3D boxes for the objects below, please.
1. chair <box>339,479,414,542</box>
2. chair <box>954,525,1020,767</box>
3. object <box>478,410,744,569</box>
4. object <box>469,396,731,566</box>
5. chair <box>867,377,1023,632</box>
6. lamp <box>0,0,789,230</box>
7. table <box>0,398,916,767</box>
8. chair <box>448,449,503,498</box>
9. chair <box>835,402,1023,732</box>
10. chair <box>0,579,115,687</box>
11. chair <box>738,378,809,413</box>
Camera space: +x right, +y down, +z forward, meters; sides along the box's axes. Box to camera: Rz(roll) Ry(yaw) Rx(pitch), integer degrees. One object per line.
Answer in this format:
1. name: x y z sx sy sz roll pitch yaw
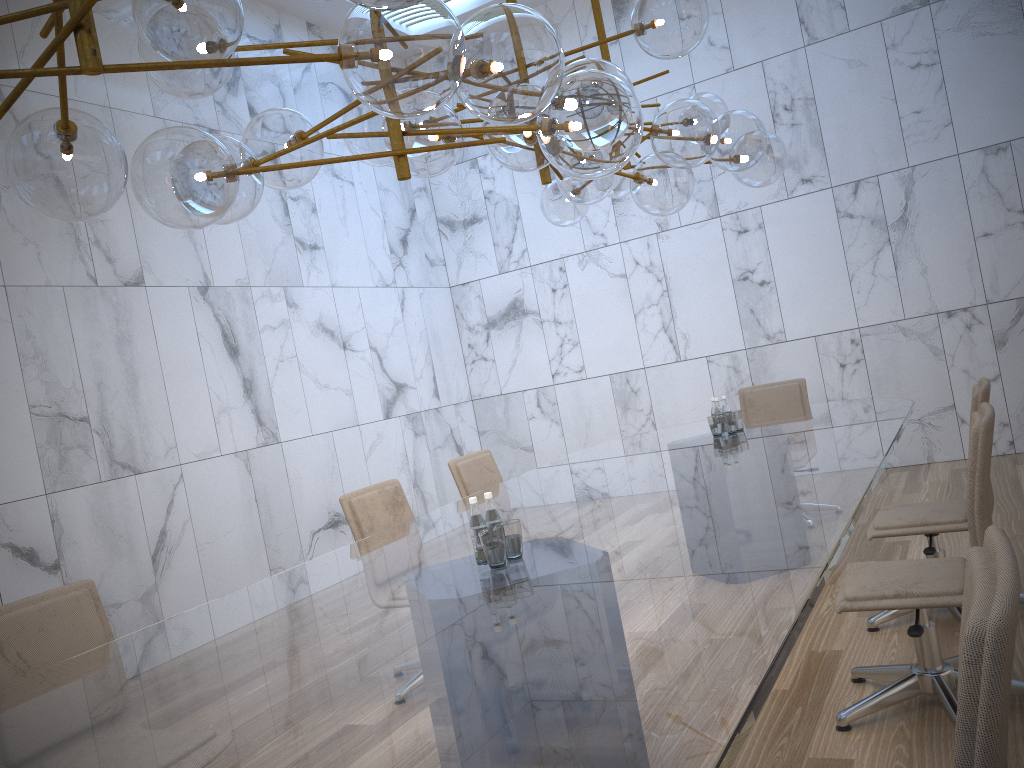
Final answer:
1. chair: -0.388 0.965 4.371 0.697 1.000 0.726 -11 0 28
2. chair: 0.562 0.794 1.431 0.697 1.000 0.726 -11 0 28
3. object: 0.121 0.466 3.046 0.183 0.117 5.112 -11 0 28
4. object: 0.076 0.425 3.081 0.124 0.213 5.189 -11 0 28
5. chair: 1.875 0.526 3.939 0.697 1.000 0.726 -11 0 28
6. lamp: -0.555 -1.781 2.675 1.557 2.716 5.672 -11 0 28
7. table: 0.040 0.968 2.793 2.092 0.835 7.924 -11 0 28
8. chair: 0.073 0.871 5.253 0.697 1.000 0.726 -11 0 28
9. chair: 1.416 0.620 3.063 0.697 1.000 0.726 -11 0 28
10. chair: -1.240 1.140 2.743 0.697 1.000 0.726 -11 0 28
11. chair: 1.897 0.510 6.371 0.726 1.000 0.697 -11 0 29
